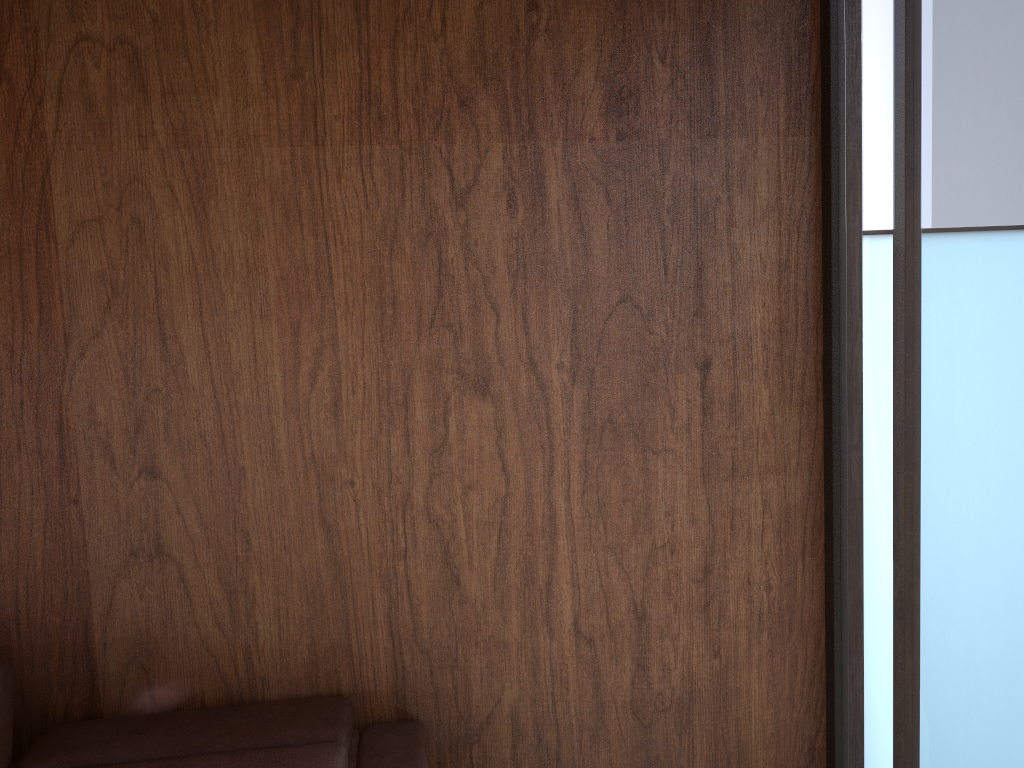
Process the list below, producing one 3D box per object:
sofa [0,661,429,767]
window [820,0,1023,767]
[{"bbox_3d":[-1.076,0.987,1.078,2.509,0.760,1.695,-3,6,-7],"label":"sofa"},{"bbox_3d":[1.578,-0.820,0.101,13.995,5.135,4.093,-3,6,-8],"label":"window"}]
